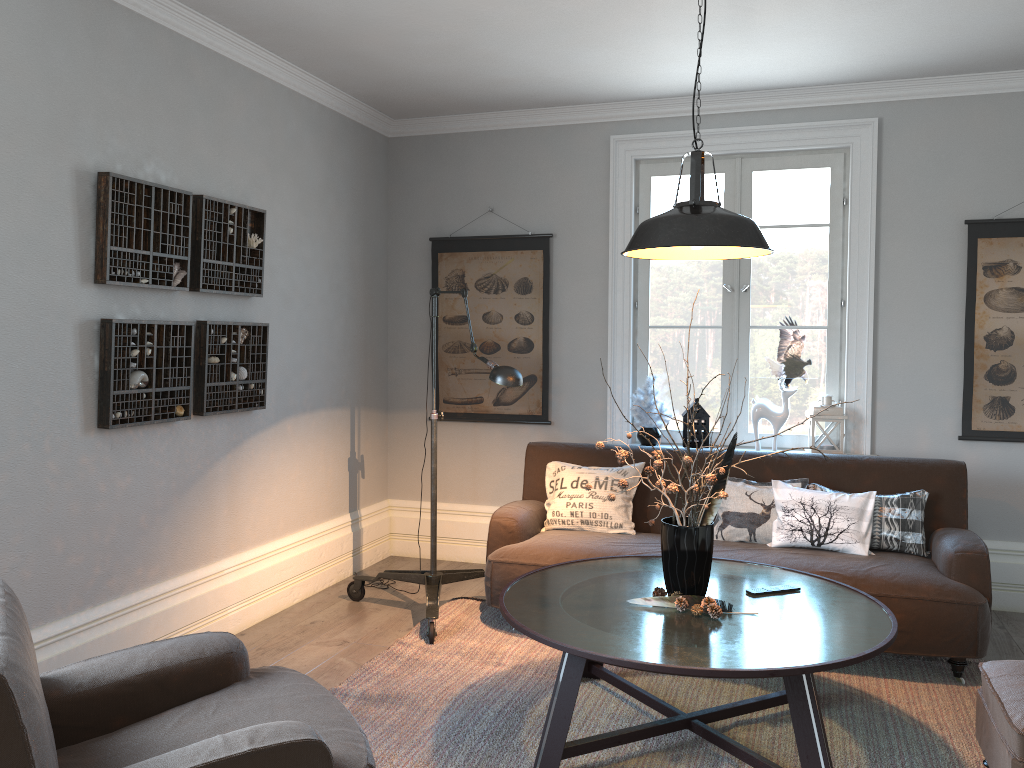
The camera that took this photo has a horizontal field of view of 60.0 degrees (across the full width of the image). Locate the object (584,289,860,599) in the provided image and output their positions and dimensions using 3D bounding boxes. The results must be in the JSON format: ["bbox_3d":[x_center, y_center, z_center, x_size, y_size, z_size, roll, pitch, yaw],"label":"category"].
[{"bbox_3d":[0.689,0.212,2.903,0.853,1.065,0.525,0,2,-11],"label":"object"}]

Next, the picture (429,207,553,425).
[{"bbox_3d":[-0.135,-0.419,5.400,0.793,1.313,0.057,1,2,18],"label":"picture"}]

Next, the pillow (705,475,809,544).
[{"bbox_3d":[1.153,0.608,4.200,0.472,0.347,0.159,1,2,16],"label":"pillow"}]

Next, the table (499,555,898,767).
[{"bbox_3d":[0.604,0.987,3.029,1.300,0.503,1.300,1,3,11],"label":"table"}]

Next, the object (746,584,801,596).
[{"bbox_3d":[0.928,0.729,3.147,0.207,0.011,0.051,-1,3,-22],"label":"object"}]

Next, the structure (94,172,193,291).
[{"bbox_3d":[-1.459,-0.589,3.516,0.099,0.416,0.468,1,3,18],"label":"structure"}]

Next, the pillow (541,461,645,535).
[{"bbox_3d":[0.399,0.576,4.491,0.519,0.368,0.240,1,3,18],"label":"pillow"}]

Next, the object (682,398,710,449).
[{"bbox_3d":[1.034,0.221,4.987,0.155,0.284,0.155,1,2,8],"label":"object"}]

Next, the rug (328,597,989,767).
[{"bbox_3d":[0.641,1.180,3.062,2.819,0.090,2.400,1,3,19],"label":"rug"}]

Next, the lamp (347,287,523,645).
[{"bbox_3d":[-0.404,0.329,4.670,0.797,1.644,1.864,-1,3,-34],"label":"lamp"}]

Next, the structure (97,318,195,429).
[{"bbox_3d":[-1.447,-0.047,3.540,0.086,0.416,0.468,1,3,18],"label":"structure"}]

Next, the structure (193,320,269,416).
[{"bbox_3d":[-1.275,-0.078,4.061,0.086,0.416,0.468,1,3,18],"label":"structure"}]

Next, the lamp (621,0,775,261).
[{"bbox_3d":[0.621,-0.972,2.948,0.504,1.075,0.504,-1,3,-24],"label":"lamp"}]

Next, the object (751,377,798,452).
[{"bbox_3d":[1.410,0.170,4.777,0.239,0.410,0.128,1,2,15],"label":"object"}]

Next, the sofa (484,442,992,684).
[{"bbox_3d":[0.998,0.763,4.186,2.165,0.824,0.969,1,3,18],"label":"sofa"}]

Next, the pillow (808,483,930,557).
[{"bbox_3d":[1.633,0.620,4.080,0.542,0.288,0.183,1,3,20],"label":"pillow"}]

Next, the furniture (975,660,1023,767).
[{"bbox_3d":[1.624,1.038,2.425,0.583,0.439,0.574,1,3,18],"label":"furniture"}]

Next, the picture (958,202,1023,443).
[{"bbox_3d":[2.700,-0.355,4.463,0.793,1.313,0.057,1,2,18],"label":"picture"}]

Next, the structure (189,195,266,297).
[{"bbox_3d":[-1.268,-0.613,4.018,0.105,0.416,0.468,1,3,18],"label":"structure"}]

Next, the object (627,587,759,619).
[{"bbox_3d":[0.592,0.715,2.926,0.404,0.067,0.153,2,3,36],"label":"object"}]

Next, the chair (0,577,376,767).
[{"bbox_3d":[-0.819,0.864,2.057,0.970,0.795,0.807,-1,3,-31],"label":"chair"}]

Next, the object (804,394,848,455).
[{"bbox_3d":[1.681,0.217,4.750,0.193,0.322,0.193,1,2,12],"label":"object"}]

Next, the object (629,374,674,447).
[{"bbox_3d":[0.774,0.144,5.062,0.247,0.423,0.263,-1,3,-36],"label":"object"}]

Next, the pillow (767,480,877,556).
[{"bbox_3d":[1.407,0.608,4.037,0.471,0.309,0.188,1,3,19],"label":"pillow"}]
